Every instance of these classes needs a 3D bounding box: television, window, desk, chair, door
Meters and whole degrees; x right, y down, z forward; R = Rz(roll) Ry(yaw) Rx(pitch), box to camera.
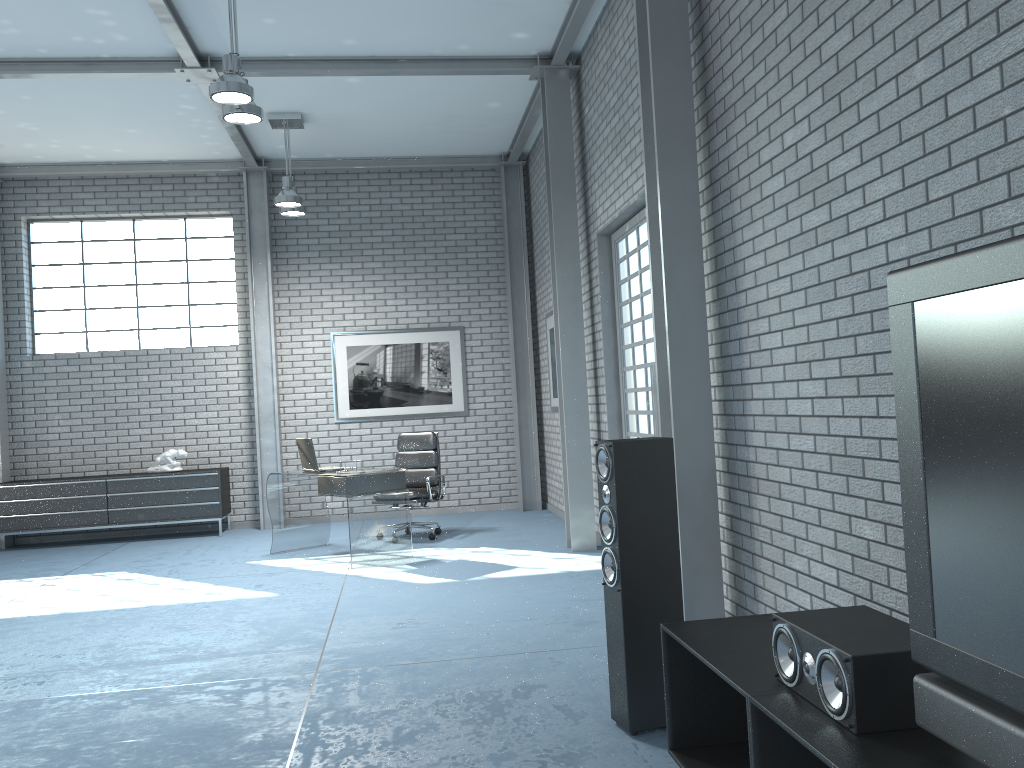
[{"bbox_3d":[0.868,0.220,1.029,0.343,0.919,1.356,-3,-1,-7],"label":"television"},{"bbox_3d":[-4.162,-1.101,9.840,2.200,1.500,0.100,-3,-1,-7],"label":"window"},{"bbox_3d":[-1.486,1.094,7.527,0.593,0.718,1.358,-2,-2,-42],"label":"desk"},{"bbox_3d":[-0.980,0.952,8.274,0.614,0.977,0.629,-4,-1,22],"label":"chair"},{"bbox_3d":[1.017,0.023,5.837,0.300,2.500,2.200,-3,-1,-7],"label":"door"}]

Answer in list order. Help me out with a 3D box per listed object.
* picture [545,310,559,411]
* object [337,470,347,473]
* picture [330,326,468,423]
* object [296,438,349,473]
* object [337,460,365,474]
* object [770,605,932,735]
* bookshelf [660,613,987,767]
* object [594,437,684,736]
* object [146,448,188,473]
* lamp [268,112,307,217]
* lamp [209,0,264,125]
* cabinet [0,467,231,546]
[{"bbox_3d":[0.483,-0.242,8.572,0.020,1.015,1.490,-3,-1,-7],"label":"picture"},{"bbox_3d":[-1.396,0.718,7.275,0.044,0.010,0.107,-4,-1,25],"label":"object"},{"bbox_3d":[-1.262,-0.113,9.974,1.490,1.015,0.020,-3,-1,-7],"label":"picture"},{"bbox_3d":[-1.620,0.598,7.567,0.320,0.288,0.380,-2,-1,-32],"label":"object"},{"bbox_3d":[-1.284,0.661,7.063,0.200,0.102,0.100,-4,-1,17],"label":"object"},{"bbox_3d":[0.777,0.627,1.988,0.254,0.159,0.381,-3,-1,-7],"label":"object"},{"bbox_3d":[0.850,0.938,1.396,0.405,0.497,2.764,-3,-1,-7],"label":"bookshelf"},{"bbox_3d":[0.472,0.725,3.251,0.254,1.045,0.159,-3,-1,-17],"label":"object"},{"bbox_3d":[-3.638,0.810,9.358,0.496,0.244,0.151,-4,-1,17],"label":"object"},{"bbox_3d":[-2.096,-2.067,8.320,0.300,0.872,0.639,-3,-1,-7],"label":"lamp"},{"bbox_3d":[-1.737,-2.148,5.544,0.300,0.872,0.639,-3,-1,-7],"label":"lamp"},{"bbox_3d":[-4.152,1.299,9.279,2.250,0.682,0.510,-3,-1,-7],"label":"cabinet"}]
